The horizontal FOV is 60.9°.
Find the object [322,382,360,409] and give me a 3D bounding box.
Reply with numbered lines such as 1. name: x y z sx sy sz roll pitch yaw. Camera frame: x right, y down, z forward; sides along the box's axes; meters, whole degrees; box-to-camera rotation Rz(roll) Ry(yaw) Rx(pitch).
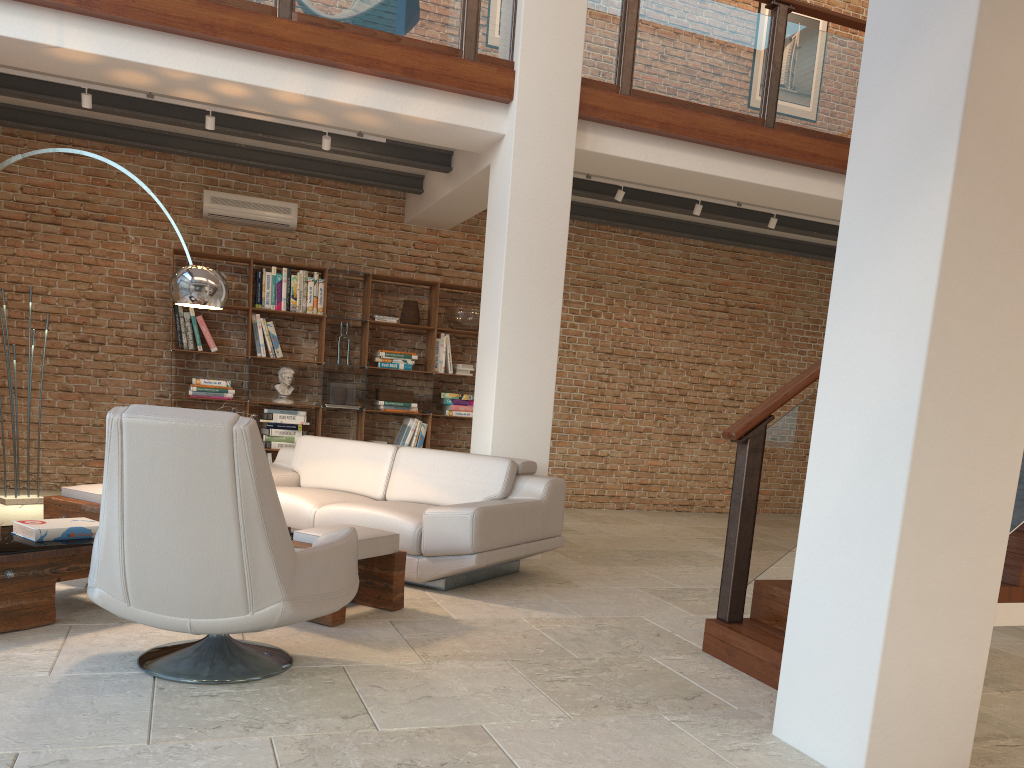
1. object: -1.636 0.111 8.339 0.336 0.237 0.278 4 3 -21

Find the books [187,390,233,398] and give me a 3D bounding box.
1. books: -2.758 0.091 7.954 0.381 0.037 0.240 5 -1 -25

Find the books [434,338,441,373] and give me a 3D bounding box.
1. books: -0.774 -0.278 8.611 0.056 0.335 0.249 1 6 -21

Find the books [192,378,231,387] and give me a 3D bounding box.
1. books: -2.737 -0.012 7.953 0.327 0.056 0.251 5 -1 -18

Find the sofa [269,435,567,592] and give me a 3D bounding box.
1. sofa: -0.917 0.786 5.761 2.308 0.770 1.138 4 2 29

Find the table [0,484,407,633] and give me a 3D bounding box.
1. table: -1.898 0.841 4.348 2.185 0.436 1.963 4 -1 30

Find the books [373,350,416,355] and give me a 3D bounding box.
1. books: -1.144 -0.302 8.482 0.357 0.021 0.268 5 -1 -22

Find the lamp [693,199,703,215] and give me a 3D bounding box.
1. lamp: 1.529 -1.444 7.171 0.061 0.131 0.084 2 6 -19

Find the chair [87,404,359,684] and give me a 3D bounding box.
1. chair: -1.118 0.593 3.259 1.028 1.034 0.954 4 4 -4

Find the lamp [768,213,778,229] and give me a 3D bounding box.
1. lamp: 2.225 -1.383 7.436 0.061 0.131 0.084 2 6 -19

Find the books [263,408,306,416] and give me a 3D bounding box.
1. books: -2.149 0.262 8.219 0.381 0.037 0.240 5 -1 -21

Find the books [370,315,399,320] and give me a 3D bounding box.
1. books: -1.225 -0.630 8.334 0.237 0.019 0.168 5 -1 -28

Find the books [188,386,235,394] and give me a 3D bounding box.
1. books: -2.742 0.055 7.945 0.381 0.037 0.240 5 -1 -27

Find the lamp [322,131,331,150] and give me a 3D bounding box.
1. lamp: -1.299 -1.698 6.104 0.061 0.118 0.093 3 5 -14

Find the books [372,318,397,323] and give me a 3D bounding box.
1. books: -1.220 -0.603 8.334 0.206 0.034 0.130 5 -1 -21

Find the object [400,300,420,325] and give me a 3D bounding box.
1. object: -0.979 -0.682 8.403 0.191 0.237 0.192 7 6 27

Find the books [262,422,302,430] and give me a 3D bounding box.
1. books: -2.169 0.393 8.209 0.327 0.056 0.251 5 -1 -26

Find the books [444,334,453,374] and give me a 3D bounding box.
1. books: -0.657 -0.295 8.673 0.101 0.391 0.238 1 7 -21

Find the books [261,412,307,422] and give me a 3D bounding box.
1. books: -2.150 0.313 8.233 0.381 0.065 0.240 5 -1 -26

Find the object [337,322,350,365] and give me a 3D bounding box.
1. object: -1.590 -0.383 8.243 0.122 0.406 0.060 2 9 -18

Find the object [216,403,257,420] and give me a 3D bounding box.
1. object: -1.561 0.393 4.549 0.312 0.617 0.540 10 7 40

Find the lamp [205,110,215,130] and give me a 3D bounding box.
1. lamp: -2.015 -1.754 5.822 0.061 0.131 0.084 2 6 -19

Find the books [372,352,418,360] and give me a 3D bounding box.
1. books: -1.138 -0.273 8.469 0.381 0.037 0.240 5 -1 -27

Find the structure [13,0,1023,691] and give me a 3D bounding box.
1. structure: 2.034 -0.773 2.518 10.186 4.204 13.631 4 0 -21

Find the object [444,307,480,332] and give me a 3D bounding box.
1. object: -0.459 -0.629 8.648 0.435 0.223 0.432 5 1 21

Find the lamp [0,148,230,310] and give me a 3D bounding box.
1. lamp: -2.601 -0.160 5.167 2.022 2.395 0.313 6 9 15

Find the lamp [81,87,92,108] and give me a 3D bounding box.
1. lamp: -2.710 -1.819 5.557 0.061 0.123 0.084 2 6 -19

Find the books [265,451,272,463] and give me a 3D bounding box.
1. books: -2.301 0.837 8.286 0.079 0.392 0.238 1 7 -21

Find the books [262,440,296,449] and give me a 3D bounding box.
1. books: -2.170 0.576 8.252 0.381 0.065 0.240 5 -1 -26

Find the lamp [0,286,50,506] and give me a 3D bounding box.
1. lamp: -3.869 0.045 6.848 0.196 1.854 0.414 12 11 39

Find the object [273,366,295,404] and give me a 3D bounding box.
1. object: -2.131 0.011 8.168 0.196 0.356 0.189 4 7 -5

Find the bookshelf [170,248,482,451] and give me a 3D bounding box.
1. bookshelf: -1.638 0.063 8.347 3.042 2.241 0.356 4 8 -21

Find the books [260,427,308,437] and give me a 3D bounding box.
1. books: -2.152 0.457 8.239 0.381 0.065 0.240 5 -1 -34

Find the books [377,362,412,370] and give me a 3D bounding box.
1. books: -1.146 -0.171 8.495 0.327 0.056 0.251 5 -1 -11

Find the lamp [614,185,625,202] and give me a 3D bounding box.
1. lamp: 0.855 -1.503 6.912 0.085 0.131 0.059 9 9 39

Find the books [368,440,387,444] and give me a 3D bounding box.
1. books: -1.322 0.578 8.592 0.133 0.034 0.202 5 -1 -26

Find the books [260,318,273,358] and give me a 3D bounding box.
1. books: -2.274 -0.419 8.047 0.125 0.355 0.266 1 6 -21

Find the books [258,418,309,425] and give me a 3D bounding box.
1. books: -2.155 0.356 8.220 0.446 0.021 0.268 5 -1 -21

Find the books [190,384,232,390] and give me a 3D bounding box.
1. books: -2.749 0.026 7.958 0.357 0.021 0.268 5 -1 -22

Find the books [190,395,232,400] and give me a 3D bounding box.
1. books: -2.753 0.121 7.967 0.357 0.021 0.268 5 -1 -21

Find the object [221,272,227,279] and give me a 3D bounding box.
1. object: -2.674 -0.863 7.760 0.252 0.288 0.127 3 7 -13

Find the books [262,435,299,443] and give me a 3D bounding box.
1. books: -2.173 0.516 8.259 0.363 0.056 0.278 5 -1 -18

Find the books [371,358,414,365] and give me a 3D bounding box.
1. books: -1.164 -0.219 8.488 0.381 0.037 0.240 5 -1 -21

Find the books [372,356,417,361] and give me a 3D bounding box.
1. books: -1.144 -0.245 8.480 0.381 0.018 0.240 5 -1 -28

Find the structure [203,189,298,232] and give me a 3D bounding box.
1. structure: -2.374 -1.569 7.916 0.815 0.223 0.196 5 4 -21
